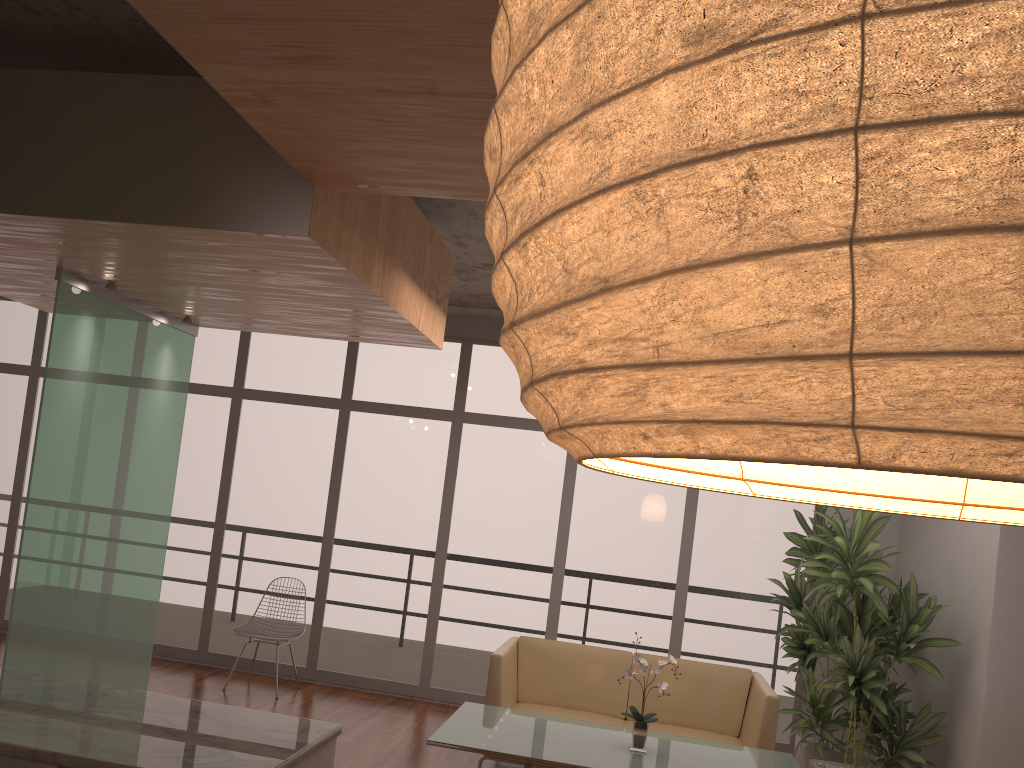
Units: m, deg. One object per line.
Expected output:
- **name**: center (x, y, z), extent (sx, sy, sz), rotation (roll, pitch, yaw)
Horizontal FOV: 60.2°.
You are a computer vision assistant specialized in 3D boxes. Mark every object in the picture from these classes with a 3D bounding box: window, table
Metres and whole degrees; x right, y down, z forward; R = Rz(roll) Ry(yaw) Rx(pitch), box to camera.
- **window**: center (-1.561, 0.949, 7.732), extent (8.555, 3.266, 0.062), rotation (6, -2, 9)
- **table**: center (0.538, 2.166, 4.578), extent (1.869, 0.557, 0.947), rotation (6, -6, 9)

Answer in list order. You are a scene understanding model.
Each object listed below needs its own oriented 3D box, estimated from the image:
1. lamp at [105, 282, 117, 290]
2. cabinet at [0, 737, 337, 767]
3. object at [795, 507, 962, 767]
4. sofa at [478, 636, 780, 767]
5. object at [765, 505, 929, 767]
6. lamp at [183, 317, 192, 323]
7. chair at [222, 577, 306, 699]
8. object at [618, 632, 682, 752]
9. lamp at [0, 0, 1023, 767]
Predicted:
- **lamp**: center (-2.021, -0.714, 4.520), extent (0.103, 0.468, 0.153), rotation (8, -3, -18)
- **cabinet**: center (-1.836, 0.543, 1.189), extent (1.913, 2.262, 4.279), rotation (6, -7, 9)
- **object**: center (2.307, 1.762, 5.686), extent (0.966, 2.095, 1.087), rotation (6, -4, 22)
- **sofa**: center (0.755, 2.228, 5.845), extent (1.800, 0.833, 0.885), rotation (6, -5, 9)
- **object**: center (2.393, 1.865, 6.356), extent (1.079, 2.095, 0.972), rotation (5, -4, 27)
- **lamp**: center (-1.908, -0.596, 5.271), extent (0.103, 0.468, 0.153), rotation (8, -3, -18)
- **chair**: center (-1.986, 2.055, 7.260), extent (0.543, 0.896, 0.564), rotation (6, -4, 9)
- **object**: center (0.686, 1.601, 4.560), extent (0.298, 0.587, 0.373), rotation (7, -4, 4)
- **lamp**: center (-1.060, 0.308, 1.689), extent (3.214, 1.340, 3.092), rotation (6, -7, 9)
